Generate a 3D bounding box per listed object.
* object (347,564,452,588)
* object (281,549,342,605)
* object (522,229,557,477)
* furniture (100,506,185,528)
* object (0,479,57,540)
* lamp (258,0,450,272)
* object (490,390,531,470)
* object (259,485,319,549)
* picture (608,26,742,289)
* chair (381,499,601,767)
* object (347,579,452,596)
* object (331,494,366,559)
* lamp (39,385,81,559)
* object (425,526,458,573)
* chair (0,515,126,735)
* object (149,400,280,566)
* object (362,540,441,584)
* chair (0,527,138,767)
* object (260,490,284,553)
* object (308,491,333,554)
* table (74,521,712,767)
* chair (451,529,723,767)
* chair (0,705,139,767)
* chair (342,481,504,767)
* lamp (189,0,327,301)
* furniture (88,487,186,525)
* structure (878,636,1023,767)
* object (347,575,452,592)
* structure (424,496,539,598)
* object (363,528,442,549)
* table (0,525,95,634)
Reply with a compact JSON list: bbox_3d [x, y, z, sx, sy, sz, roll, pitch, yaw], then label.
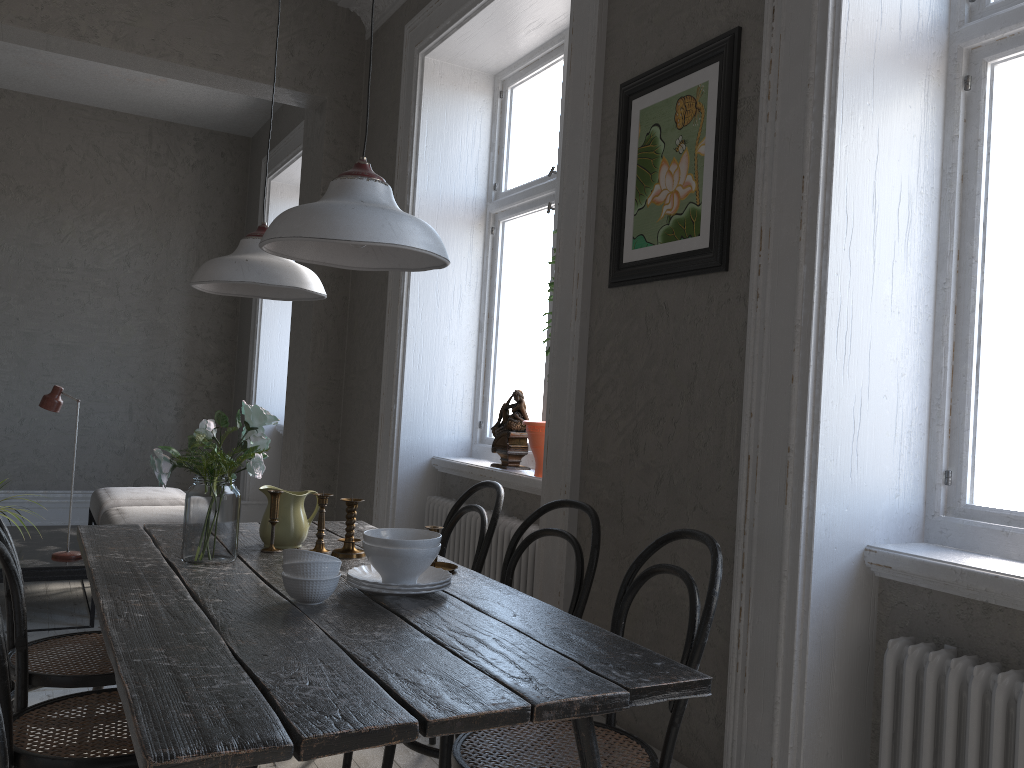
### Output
[{"bbox_3d":[-0.258,0.448,2.036,0.238,0.027,0.236,4,-1,-6],"label":"object"},{"bbox_3d":[-0.428,0.405,1.890,0.126,0.119,0.126,4,-1,-13],"label":"object"},{"bbox_3d":[0.193,-0.138,3.397,0.268,0.991,0.272,3,-1,10],"label":"object"},{"bbox_3d":[-1.898,0.927,4.812,0.594,0.476,0.812,4,-1,-29],"label":"furniture"},{"bbox_3d":[-2.734,0.616,4.508,0.738,0.420,0.657,4,-1,-11],"label":"object"},{"bbox_3d":[-0.259,-1.180,1.820,0.385,1.859,0.373,4,-1,-22],"label":"lamp"},{"bbox_3d":[-0.013,0.187,3.726,0.122,0.329,0.233,4,-1,-27],"label":"object"},{"bbox_3d":[-0.651,0.380,2.554,0.134,0.170,0.152,3,-1,22],"label":"object"},{"bbox_3d":[0.431,-0.593,2.442,0.020,0.619,0.511,4,-2,-28],"label":"picture"},{"bbox_3d":[-0.065,0.769,2.324,0.560,0.920,0.429,4,-2,-32],"label":"chair"},{"bbox_3d":[-0.259,0.465,2.035,0.239,0.027,0.235,4,-1,-11],"label":"object"},{"bbox_3d":[-0.447,0.390,2.455,0.094,0.172,0.098,2,-2,42],"label":"object"},{"bbox_3d":[-2.212,0.428,4.361,0.250,0.839,0.138,3,-1,6],"label":"lamp"},{"bbox_3d":[-0.207,0.431,2.321,0.136,0.112,0.142,2,-2,43],"label":"object"},{"bbox_3d":[-1.158,0.704,2.346,0.560,0.920,0.429,4,-2,-32],"label":"chair"},{"bbox_3d":[-0.759,0.245,2.261,0.318,0.414,0.246,4,-2,-31],"label":"object"},{"bbox_3d":[-0.256,0.412,2.037,0.183,0.094,0.176,4,-2,-38],"label":"object"},{"bbox_3d":[-0.905,0.709,1.887,0.557,0.920,0.431,4,-1,-22],"label":"chair"},{"bbox_3d":[-0.660,0.380,2.455,0.060,0.167,0.058,4,-1,-16],"label":"object"},{"bbox_3d":[-0.535,0.385,2.486,0.062,0.172,0.061,4,-1,-8],"label":"object"},{"bbox_3d":[-0.508,0.831,2.097,0.922,0.735,1.884,4,-1,-29],"label":"table"},{"bbox_3d":[0.146,0.773,1.895,0.556,0.920,0.432,4,-1,-17],"label":"chair"},{"bbox_3d":[-0.695,0.713,1.460,0.560,0.920,0.429,4,-2,-32],"label":"chair"},{"bbox_3d":[-0.328,0.764,2.801,0.557,0.920,0.431,4,-1,-22],"label":"chair"},{"bbox_3d":[-0.676,-1.189,2.593,0.377,1.859,0.381,3,-1,8],"label":"lamp"},{"bbox_3d":[-2.358,0.918,5.662,0.594,0.476,0.812,4,-1,-29],"label":"furniture"},{"bbox_3d":[1.097,0.759,1.395,0.151,0.428,1.199,4,-1,-30],"label":"structure"},{"bbox_3d":[-0.259,0.456,2.035,0.233,0.027,0.242,3,-1,29],"label":"object"},{"bbox_3d":[-0.088,0.734,3.583,0.151,0.428,1.199,4,-1,-30],"label":"structure"},{"bbox_3d":[-0.255,0.392,2.037,0.183,0.094,0.176,4,-2,-38],"label":"object"},{"bbox_3d":[-2.643,0.975,4.531,0.865,0.303,1.285,4,-1,-29],"label":"table"}]
